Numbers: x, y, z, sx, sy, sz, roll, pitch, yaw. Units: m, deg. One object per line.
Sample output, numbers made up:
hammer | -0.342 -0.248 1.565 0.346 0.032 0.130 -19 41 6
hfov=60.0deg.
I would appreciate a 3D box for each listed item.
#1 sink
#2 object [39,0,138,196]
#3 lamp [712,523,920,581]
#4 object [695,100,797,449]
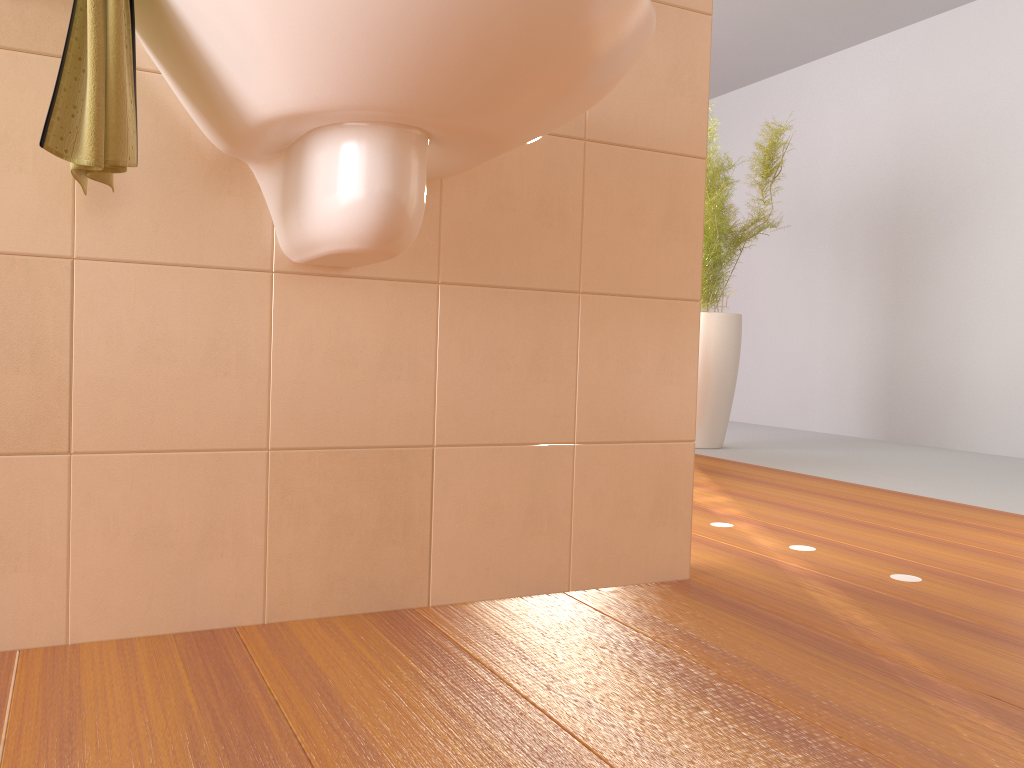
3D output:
sink | -0.117 -0.424 1.138 0.683 0.516 0.539 1 2 -26
object | -0.488 -0.390 1.063 0.085 0.306 0.181 1 2 -10
lamp | -0.499 0.378 0.843 3.173 0.001 2.893 1 2 -26
object | 1.026 -0.474 4.231 0.683 1.557 1.335 2 2 6
